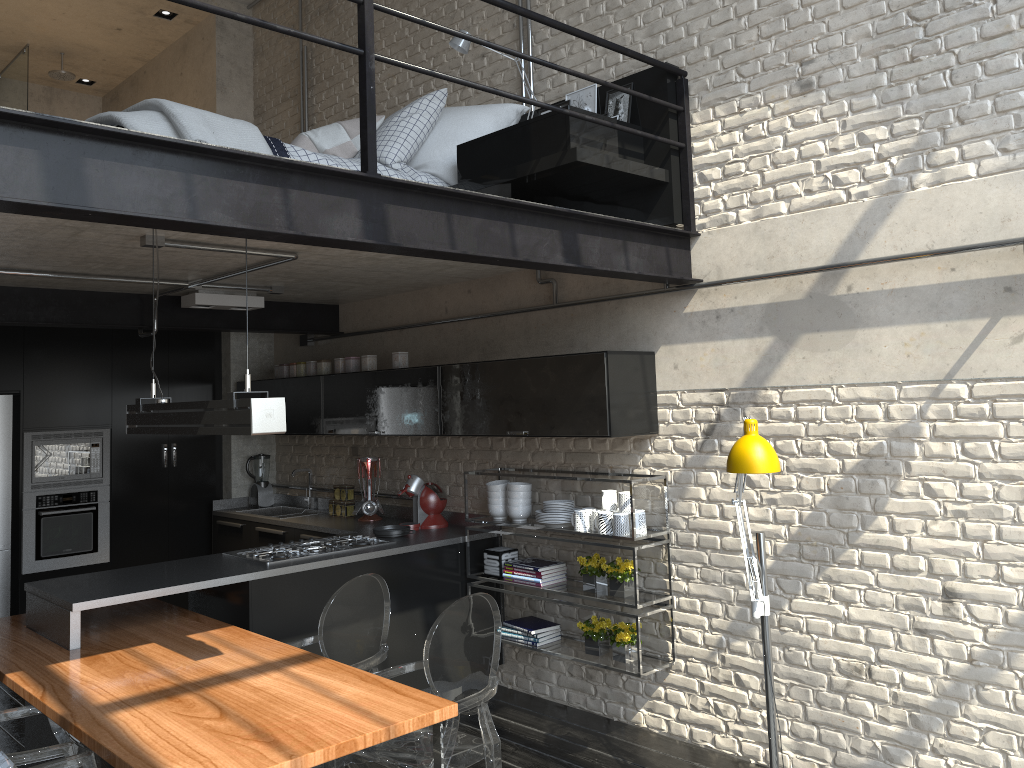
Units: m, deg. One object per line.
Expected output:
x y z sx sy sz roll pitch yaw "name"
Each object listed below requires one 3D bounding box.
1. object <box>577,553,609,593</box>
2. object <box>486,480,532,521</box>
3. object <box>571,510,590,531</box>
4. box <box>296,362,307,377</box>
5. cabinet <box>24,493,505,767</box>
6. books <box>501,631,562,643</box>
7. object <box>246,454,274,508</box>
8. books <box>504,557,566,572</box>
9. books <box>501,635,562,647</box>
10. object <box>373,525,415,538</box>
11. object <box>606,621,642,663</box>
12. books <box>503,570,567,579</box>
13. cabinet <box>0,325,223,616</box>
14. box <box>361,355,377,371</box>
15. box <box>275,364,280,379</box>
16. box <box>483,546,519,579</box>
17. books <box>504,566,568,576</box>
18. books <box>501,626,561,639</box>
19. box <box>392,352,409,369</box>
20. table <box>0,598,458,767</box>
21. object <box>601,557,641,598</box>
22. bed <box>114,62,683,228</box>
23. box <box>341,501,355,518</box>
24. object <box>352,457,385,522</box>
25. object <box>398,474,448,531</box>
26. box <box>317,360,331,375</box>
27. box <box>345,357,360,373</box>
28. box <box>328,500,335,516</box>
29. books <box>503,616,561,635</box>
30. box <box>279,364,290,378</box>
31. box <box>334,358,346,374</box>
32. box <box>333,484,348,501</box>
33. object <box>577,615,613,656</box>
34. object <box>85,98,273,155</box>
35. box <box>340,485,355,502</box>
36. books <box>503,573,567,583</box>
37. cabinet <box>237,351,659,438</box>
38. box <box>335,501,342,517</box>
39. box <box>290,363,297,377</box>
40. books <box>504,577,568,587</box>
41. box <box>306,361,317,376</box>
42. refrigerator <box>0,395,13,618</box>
0.428 0.980 4.622 0.175 0.193 0.182 -1 -3 -21 "object"
-0.016 0.670 5.102 0.309 0.218 0.150 -4 -4 44 "object"
0.359 0.707 4.605 0.083 0.100 0.108 -1 -3 -9 "object"
-1.544 -0.107 6.554 0.081 0.111 0.080 1 -5 -43 "box"
-1.880 1.374 5.477 2.430 1.009 2.738 -1 -2 -44 "cabinet"
0.103 1.381 4.904 0.278 0.023 0.201 -3 -1 41 "books"
-2.038 0.774 7.116 0.223 0.425 0.161 2 -6 -43 "object"
0.128 1.004 4.924 0.211 0.021 0.292 -1 -1 -41 "books"
0.107 1.403 4.906 0.201 0.023 0.277 -1 -1 -44 "books"
-0.707 0.880 5.245 0.227 0.050 0.309 -2 -1 -15 "object"
0.573 1.292 4.464 0.175 0.193 0.182 -1 -3 -21 "object"
0.130 1.043 4.921 0.292 0.021 0.211 -3 -1 44 "books"
-3.360 0.709 6.588 2.318 2.486 0.551 1 -5 -43 "cabinet"
-0.960 -0.138 5.950 0.081 0.111 0.080 1 -5 -43 "box"
-1.772 -0.094 6.799 0.081 0.111 0.080 1 -5 -43 "box"
-0.062 1.028 5.101 0.150 0.151 0.150 1 -4 -44 "box"
0.133 1.023 4.926 0.211 0.021 0.292 -1 -1 -43 "books"
0.106 1.360 4.909 0.277 0.023 0.201 -3 -2 44 "books"
-0.720 -0.151 5.703 0.081 0.111 0.080 1 -5 -43 "box"
-1.417 1.459 3.488 0.927 0.736 2.665 0 -3 -44 "table"
0.559 0.973 4.486 0.182 0.193 0.174 0 -4 -31 "object"
-1.653 -1.092 5.158 2.693 0.845 4.466 -1 -2 -44 "bed"
-1.156 0.884 6.251 0.081 0.111 0.080 0 -4 -34 "box"
-0.979 0.717 6.046 0.210 0.428 0.201 0 -5 -29 "object"
-0.553 0.736 5.568 0.219 0.342 0.349 -4 -4 31 "object"
-1.347 -0.117 6.350 0.081 0.111 0.080 1 -5 -43 "box"
-1.095 -0.131 6.087 0.081 0.111 0.080 1 -5 -43 "box"
-1.270 0.890 6.370 0.081 0.111 0.080 1 -4 -39 "box"
0.108 1.338 4.914 0.201 0.023 0.277 -1 -1 -34 "books"
-1.716 -0.097 6.724 0.081 0.111 0.080 1 -5 -43 "box"
-1.189 -0.126 6.185 0.081 0.111 0.080 1 -5 -43 "box"
-1.229 0.779 6.350 0.081 0.111 0.081 -3 -4 21 "box"
0.444 1.299 4.593 0.182 0.193 0.174 0 -4 -31 "object"
-1.991 -0.987 4.494 0.681 0.662 2.509 1 -3 -43 "object"
-1.170 0.776 6.289 0.081 0.111 0.081 -5 -5 41 "box"
0.125 1.063 4.914 0.211 0.021 0.292 -1 -1 -44 "books"
-0.739 0.119 5.814 0.399 0.423 3.882 1 -3 -44 "cabinet"
-1.209 0.887 6.310 0.081 0.111 0.081 -5 -5 41 "box"
-1.612 -0.103 6.621 0.081 0.111 0.080 1 -5 -43 "box"
0.131 1.083 4.918 0.211 0.021 0.292 -1 -1 -44 "books"
-1.449 -0.112 6.456 0.081 0.111 0.080 1 -5 -43 "box"
-3.878 0.998 6.045 0.723 1.833 0.497 2 -6 -43 "refrigerator"
